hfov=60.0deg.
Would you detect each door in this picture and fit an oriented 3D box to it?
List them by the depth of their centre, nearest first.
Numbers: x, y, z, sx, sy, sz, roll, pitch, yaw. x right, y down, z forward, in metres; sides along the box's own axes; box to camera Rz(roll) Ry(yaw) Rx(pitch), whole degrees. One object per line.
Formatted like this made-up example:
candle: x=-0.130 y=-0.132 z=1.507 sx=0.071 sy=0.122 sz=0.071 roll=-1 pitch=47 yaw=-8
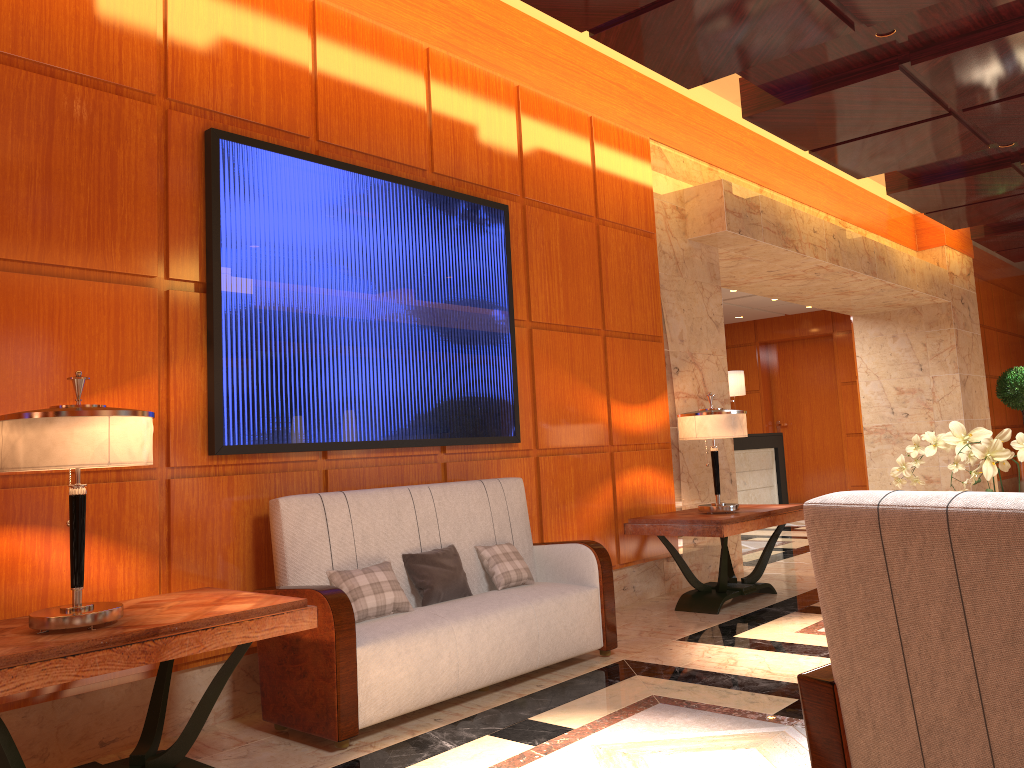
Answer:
door: x=4.790 y=0.585 z=14.420 sx=1.282 sy=2.709 sz=0.340 roll=-8 pitch=-8 yaw=41

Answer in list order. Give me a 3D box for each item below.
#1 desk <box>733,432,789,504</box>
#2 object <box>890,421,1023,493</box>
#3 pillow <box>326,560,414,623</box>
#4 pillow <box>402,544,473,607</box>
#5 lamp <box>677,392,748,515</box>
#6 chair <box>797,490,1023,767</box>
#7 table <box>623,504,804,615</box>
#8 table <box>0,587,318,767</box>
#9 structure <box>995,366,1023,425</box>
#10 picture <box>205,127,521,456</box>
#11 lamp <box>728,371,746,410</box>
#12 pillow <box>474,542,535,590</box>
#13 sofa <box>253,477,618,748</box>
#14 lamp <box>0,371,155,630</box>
desk: x=2.282 y=1.215 z=10.834 sx=0.939 sy=1.146 sz=2.922 roll=-8 pitch=-7 yaw=41
object: x=1.720 y=0.424 z=2.998 sx=0.787 sy=0.620 sz=0.416 roll=-5 pitch=-6 yaw=18
pillow: x=-0.620 y=0.909 z=3.879 sx=0.344 sy=0.228 sz=0.194 roll=2 pitch=-7 yaw=-44
pillow: x=-0.354 y=0.913 z=4.224 sx=0.159 sy=0.254 sz=0.357 roll=-8 pitch=-7 yaw=38
lamp: x=1.359 y=0.456 z=5.942 sx=0.458 sy=0.813 sz=0.457 roll=2 pitch=-8 yaw=-39
chair: x=1.039 y=0.679 z=1.748 sx=0.628 sy=0.965 sz=0.735 roll=0 pitch=-7 yaw=-30
table: x=1.432 y=1.170 z=6.007 sx=0.723 sy=0.609 sz=1.268 roll=-8 pitch=-7 yaw=41
table: x=-1.359 y=1.073 z=2.847 sx=0.723 sy=0.609 sz=1.268 roll=-8 pitch=-7 yaw=41
structure: x=7.585 y=0.570 z=13.079 sx=0.721 sy=1.720 sz=0.719 roll=-5 pitch=-7 yaw=19
picture: x=-0.664 y=-0.394 z=4.628 sx=0.056 sy=1.459 sz=1.994 roll=-9 pitch=-8 yaw=41
lamp: x=2.864 y=0.253 z=11.555 sx=0.372 sy=0.824 sz=0.371 roll=0 pitch=-7 yaw=-24
pillow: x=-0.032 y=0.934 z=4.535 sx=0.201 sy=0.231 sz=0.273 roll=-8 pitch=-8 yaw=43
sofa: x=-0.288 y=0.945 z=4.189 sx=0.611 sy=0.936 sz=1.796 roll=-8 pitch=-7 yaw=42
lamp: x=-1.388 y=0.352 z=2.834 sx=0.458 sy=0.797 sz=0.456 roll=-3 pitch=-6 yaw=3
